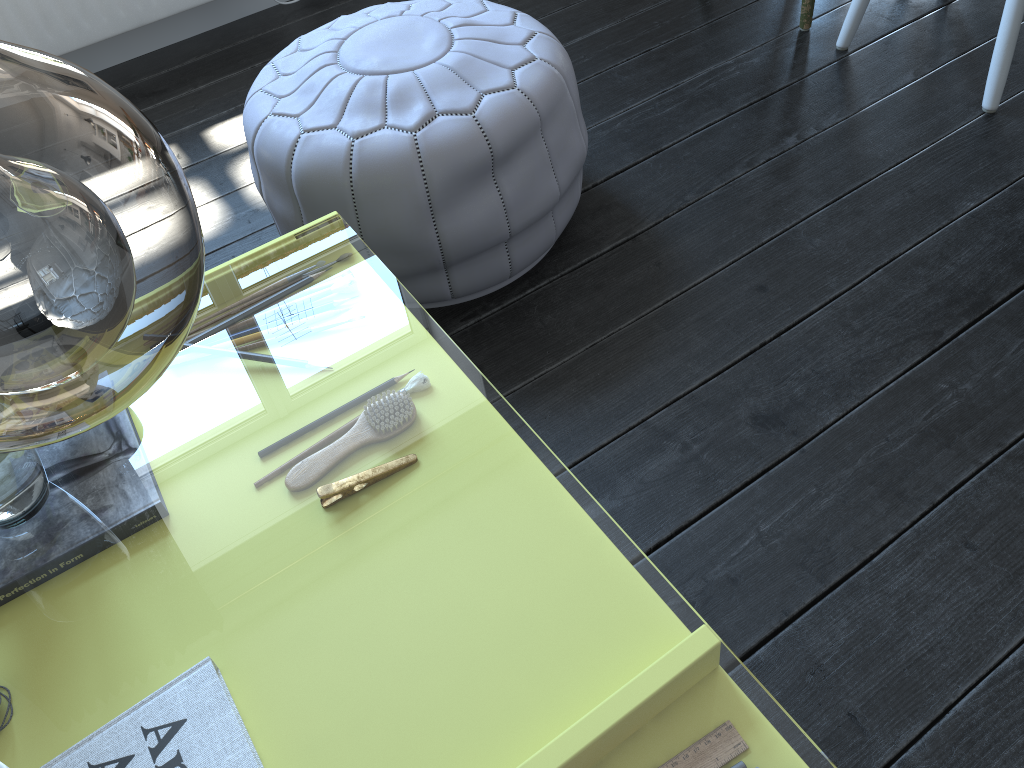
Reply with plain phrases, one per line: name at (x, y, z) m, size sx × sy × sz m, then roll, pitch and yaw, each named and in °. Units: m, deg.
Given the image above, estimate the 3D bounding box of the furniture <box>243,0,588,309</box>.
furniture at (-0.168, -0.449, 1.641) m, size 0.629 × 0.396 × 0.632 m, roll -34°, pitch 50°, yaw -22°

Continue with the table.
table at (-0.070, 0.465, 0.704) m, size 0.610 × 0.377 × 1.460 m, roll -28°, pitch 48°, yaw -17°

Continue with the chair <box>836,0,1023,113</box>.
chair at (0.950, -1.024, 1.696) m, size 0.519 × 0.794 × 0.486 m, roll -29°, pitch 48°, yaw -18°

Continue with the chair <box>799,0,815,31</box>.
chair at (0.698, -1.317, 2.034) m, size 0.495 × 0.780 × 0.486 m, roll -31°, pitch 48°, yaw -19°

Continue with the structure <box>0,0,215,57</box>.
structure at (-1.127, -1.114, 2.165) m, size 1.084 × 0.592 × 0.076 m, roll -30°, pitch 48°, yaw -19°

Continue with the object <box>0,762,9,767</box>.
object at (-0.285, 0.279, 0.542) m, size 0.074 × 0.163 × 0.079 m, roll -4°, pitch 45°, yaw 6°

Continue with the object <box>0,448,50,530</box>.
object at (-0.485, 0.066, 0.800) m, size 0.098 × 0.138 × 0.103 m, roll 8°, pitch 48°, yaw 17°
